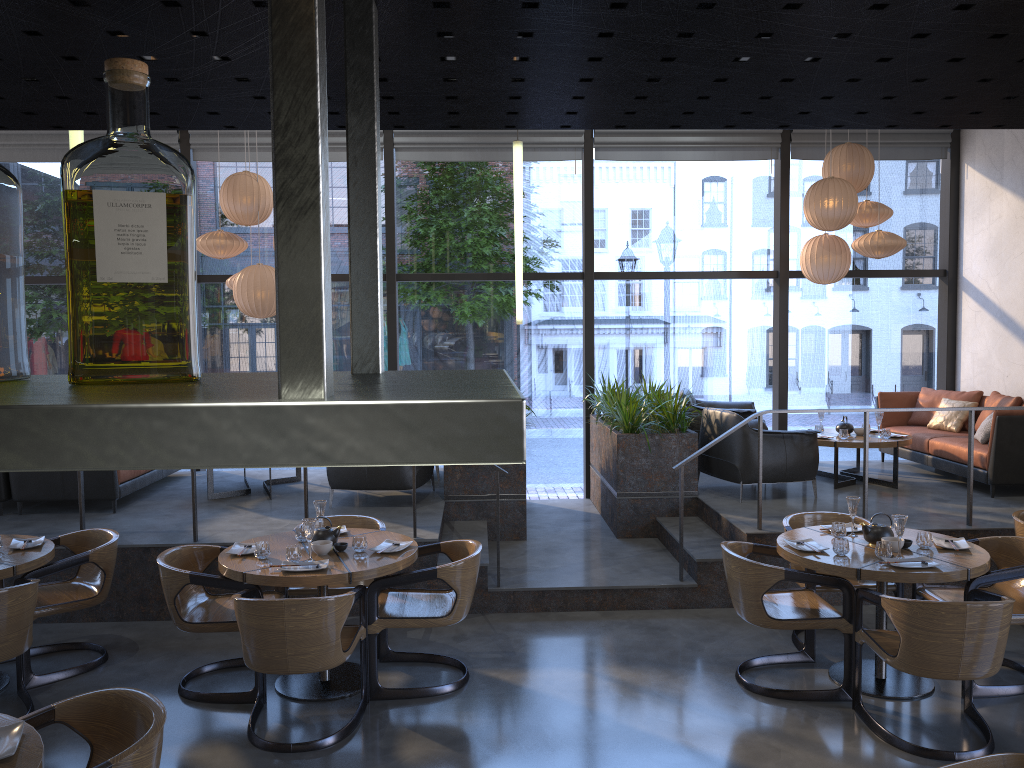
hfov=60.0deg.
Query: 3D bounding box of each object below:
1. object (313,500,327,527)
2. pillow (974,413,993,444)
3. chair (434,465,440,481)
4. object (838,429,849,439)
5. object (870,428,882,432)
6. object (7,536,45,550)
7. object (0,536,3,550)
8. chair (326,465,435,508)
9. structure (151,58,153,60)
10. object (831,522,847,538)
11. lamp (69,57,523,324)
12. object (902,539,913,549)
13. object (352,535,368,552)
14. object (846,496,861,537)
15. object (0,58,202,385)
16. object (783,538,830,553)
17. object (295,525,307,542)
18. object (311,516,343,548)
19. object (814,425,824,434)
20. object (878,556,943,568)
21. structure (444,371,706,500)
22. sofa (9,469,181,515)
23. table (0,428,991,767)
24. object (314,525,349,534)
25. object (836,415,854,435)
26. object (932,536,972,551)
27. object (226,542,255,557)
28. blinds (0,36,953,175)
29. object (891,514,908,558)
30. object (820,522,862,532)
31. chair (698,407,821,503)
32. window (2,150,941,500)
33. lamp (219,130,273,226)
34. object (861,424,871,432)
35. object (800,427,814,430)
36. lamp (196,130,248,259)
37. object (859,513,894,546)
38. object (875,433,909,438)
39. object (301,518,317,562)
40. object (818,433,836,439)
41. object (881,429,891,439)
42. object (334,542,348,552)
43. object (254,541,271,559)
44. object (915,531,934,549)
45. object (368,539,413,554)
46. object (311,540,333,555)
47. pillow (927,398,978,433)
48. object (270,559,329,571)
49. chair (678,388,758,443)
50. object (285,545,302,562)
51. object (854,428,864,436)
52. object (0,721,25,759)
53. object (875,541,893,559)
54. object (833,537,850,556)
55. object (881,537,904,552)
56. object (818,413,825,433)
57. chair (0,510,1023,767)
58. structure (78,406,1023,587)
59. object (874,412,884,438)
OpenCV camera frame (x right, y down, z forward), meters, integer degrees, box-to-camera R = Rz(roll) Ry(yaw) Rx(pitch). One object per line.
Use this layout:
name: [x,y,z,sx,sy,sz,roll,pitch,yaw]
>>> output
object: [-1.131,0.804,5.240,0.082,0.227,0.082,1,4,30]
pillow: [4.237,0.388,7.870,0.203,0.263,0.332,1,4,18]
chair: [-1.141,0.543,8.779,0.833,0.743,1.030,-2,4,-17]
object: [2.981,0.452,7.972,0.086,0.086,0.086,0,4,2]
object: [3.469,0.445,8.515,0.170,0.025,0.294,-2,4,-22]
object: [-2.814,0.930,5.135,0.170,0.025,0.294,-2,4,-22]
object: [-2.930,0.907,5.019,0.086,0.086,0.086,0,4,6]
chair: [-1.090,0.615,7.599,0.833,0.743,1.030,0,4,4]
structure: [-0.354,-1.062,1.482,10.399,5.894,10.127,-1,4,-2]
object: [1.898,0.850,5.152,0.086,0.086,0.086,-2,4,-20]
lamp: [0.160,-5.180,0.801,8.975,10.231,8.774,-1,4,-4]
object: [2.171,0.886,4.900,0.080,0.042,0.080,-3,4,-38]
object: [-0.850,0.891,4.946,0.086,0.086,0.086,-4,5,-45]
object: [1.995,0.776,5.188,0.082,0.227,0.082,1,4,19]
object: [-0.582,-0.135,0.760,0.630,0.274,0.139,-1,4,-4]
object: [1.634,0.900,4.899,0.170,0.025,0.294,-1,4,-5]
object: [-1.228,0.879,5.204,0.086,0.086,0.086,-2,4,-16]
object: [-1.068,0.841,5.033,0.163,0.179,0.168,-3,4,-38]
object: [2.896,0.429,8.361,0.086,0.086,0.086,2,4,35]
object: [2.022,0.918,4.541,0.294,0.025,0.170,-1,4,-5]
structure: [-3.771,0.989,3.714,4.306,1.608,15.715,2,4,36]
sofa: [-3.607,0.577,8.082,0.864,0.811,2.226,-1,4,-2]
table: [-0.838,1.182,5.312,10.659,0.968,6.876,-1,4,-2]
object: [-1.149,0.898,5.379,0.294,0.025,0.170,-2,4,-18]
object: [3.124,0.382,8.331,0.163,0.179,0.168,-3,4,-36]
object: [2.439,0.891,4.912,0.170,0.025,0.294,1,4,17]
object: [-1.492,0.928,4.951,0.170,0.025,0.294,-1,4,-5]
blinds: [-4.433,-3.069,5.586,8.760,2.314,17.610,3,5,41]
object: [2.046,0.807,4.682,0.082,0.227,0.082,-3,4,-33]
object: [1.977,0.870,5.326,0.294,0.025,0.170,-2,4,-18]
chair: [2.109,0.575,7.729,0.833,0.743,1.030,-2,4,-17]
window: [-1.042,-1.140,2.941,12.739,5.897,12.900,-1,4,-2]
lamp: [-2.389,-2.605,7.897,0.465,2.374,0.465,1,4,21]
object: [3.352,0.422,8.399,0.086,0.086,0.086,0,4,2]
object: [2.849,0.449,8.548,0.170,0.025,0.294,2,4,33]
lamp: [-2.624,-2.254,7.896,0.467,2.271,0.467,-3,5,-39]
object: [2.058,0.812,4.984,0.168,0.179,0.163,2,4,36]
object: [3.486,0.471,8.087,0.170,0.025,0.294,-2,4,-22]
object: [-1.080,0.835,4.734,0.082,0.227,0.082,-3,4,-33]
object: [2.815,0.480,8.061,0.170,0.025,0.294,-2,4,-22]
object: [3.369,0.447,7.987,0.086,0.086,0.086,0,4,2]
object: [-0.955,0.914,4.952,0.080,0.042,0.080,1,4,22]
object: [-1.357,0.904,4.819,0.086,0.086,0.086,1,4,23]
object: [2.276,0.862,4.894,0.086,0.086,0.086,-1,4,0]
object: [-0.687,0.919,4.964,0.170,0.025,0.294,1,4,17]
object: [-1.048,0.907,4.892,0.116,0.065,0.116,-4,5,-40]
pillow: [4.340,0.305,8.765,0.289,0.311,0.393,-2,4,-22]
object: [-1.104,0.946,4.593,0.294,0.025,0.170,-1,4,-5]
chair: [2.080,0.423,8.948,0.833,0.743,1.030,0,4,12]
object: [-1.165,0.907,4.731,0.086,0.086,0.086,1,4,23]
object: [3.233,0.445,8.232,0.116,0.065,0.116,1,4,27]
object: [-1.544,1.072,2.603,0.170,0.025,0.294,-2,4,-22]
object: [1.961,0.879,4.679,0.086,0.086,0.086,1,4,23]
object: [1.769,0.875,4.766,0.086,0.086,0.086,1,4,23]
object: [2.078,0.879,4.840,0.116,0.065,0.116,-2,4,-23]
object: [2.946,0.352,8.450,0.082,0.227,0.082,-2,4,-20]
chair: [-0.088,1.372,3.795,9.749,0.759,4.352,-1,4,-1]
structure: [-0.785,-0.293,1.616,11.718,4.117,9.054,-1,4,-3]
object: [3.337,0.372,8.063,0.082,0.227,0.082,2,5,41]
